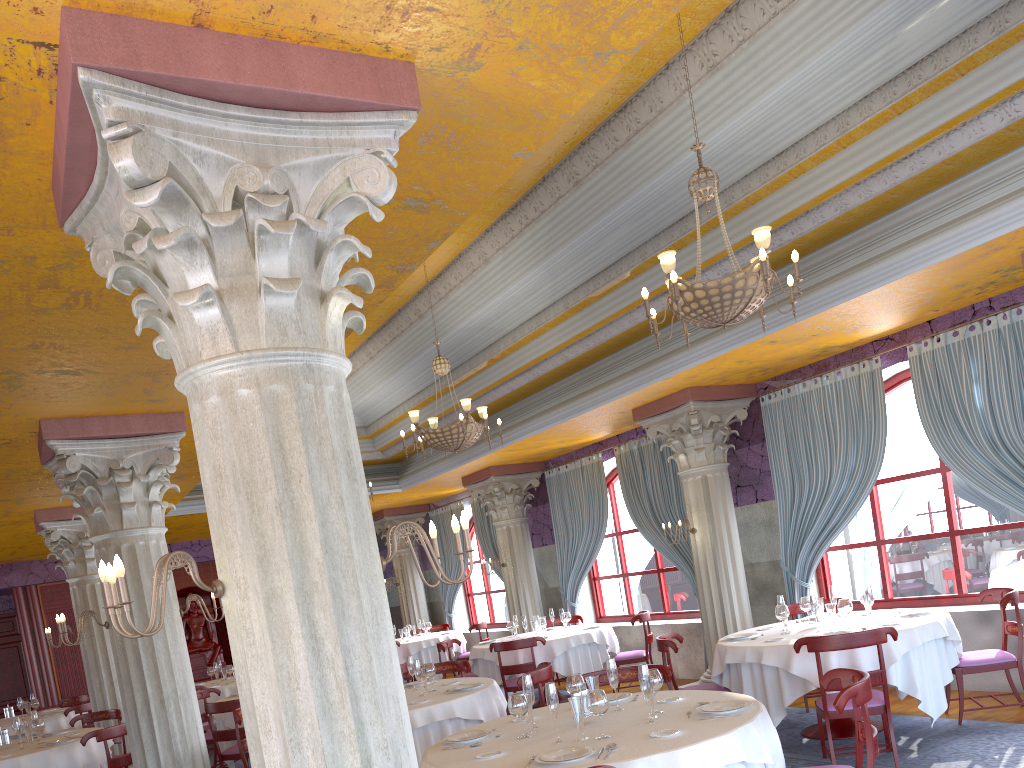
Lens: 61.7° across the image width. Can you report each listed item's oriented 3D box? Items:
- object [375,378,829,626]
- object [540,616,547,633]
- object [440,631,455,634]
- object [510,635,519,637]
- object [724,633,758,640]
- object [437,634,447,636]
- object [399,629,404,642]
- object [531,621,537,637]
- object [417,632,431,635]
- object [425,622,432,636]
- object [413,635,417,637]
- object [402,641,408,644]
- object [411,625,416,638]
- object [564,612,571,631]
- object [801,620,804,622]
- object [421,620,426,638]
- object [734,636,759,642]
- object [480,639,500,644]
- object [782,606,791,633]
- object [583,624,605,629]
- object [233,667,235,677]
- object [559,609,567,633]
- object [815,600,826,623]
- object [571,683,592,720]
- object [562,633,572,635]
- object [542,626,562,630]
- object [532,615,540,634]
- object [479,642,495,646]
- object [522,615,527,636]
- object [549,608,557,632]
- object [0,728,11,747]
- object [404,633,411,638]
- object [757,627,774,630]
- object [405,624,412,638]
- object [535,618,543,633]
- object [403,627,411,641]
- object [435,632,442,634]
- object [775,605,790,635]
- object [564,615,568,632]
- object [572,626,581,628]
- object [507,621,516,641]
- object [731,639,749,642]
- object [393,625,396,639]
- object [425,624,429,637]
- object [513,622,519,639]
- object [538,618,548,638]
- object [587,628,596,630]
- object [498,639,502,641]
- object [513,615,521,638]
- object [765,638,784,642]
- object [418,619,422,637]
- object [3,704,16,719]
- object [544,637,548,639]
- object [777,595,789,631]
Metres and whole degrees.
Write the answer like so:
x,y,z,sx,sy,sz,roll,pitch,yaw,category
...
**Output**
x,y,z,sx,sy,sz,roll,pitch,yaw,category
2.964,1.871,10.360,2.053,3.596,30.105,-9,-10,-31,object
0.469,3.483,12.395,0.085,0.238,0.086,-10,1,-6,object
-1.216,4.658,16.010,0.308,0.024,0.324,-2,-14,-30,object
0.022,3.722,12.625,0.158,0.009,0.162,-9,-12,-1,object
2.121,2.345,7.939,0.308,0.024,0.324,-2,-14,-30,object
-1.283,4.638,15.840,0.235,0.013,0.028,-13,-10,15,object
-2.042,4.656,15.855,0.087,0.238,0.083,-9,1,39,object
0.315,3.357,11.694,0.085,0.238,0.086,-10,1,-6,object
-1.755,4.952,16.950,0.308,0.024,0.324,-2,-14,-30,object
-1.574,4.646,16.231,0.121,0.265,0.123,-10,0,-17,object
-1.924,4.995,16.965,0.022,0.003,0.255,-12,-12,12,object
-1.931,4.658,15.451,0.055,0.019,0.258,-13,-12,17,object
-1.888,4.782,16.556,0.085,0.238,0.086,-10,1,-6,object
0.783,3.346,12.070,0.124,0.265,0.120,-9,0,28,object
2.876,2.349,8.491,0.022,0.003,0.255,-12,-12,12,object
-1.651,4.571,15.996,0.074,0.337,0.073,-9,2,6,object
2.102,2.304,7.728,0.261,0.020,0.055,-14,-11,19,object
-0.322,3.691,12.251,0.320,0.024,0.312,-16,-14,29,object
2.488,2.149,7.813,0.087,0.238,0.083,-9,1,39,object
1.141,3.359,11.849,0.308,0.024,0.324,-2,-14,-30,object
-4.317,4.480,13.420,0.073,0.212,0.141,-8,-1,39,object
0.706,3.272,11.835,0.074,0.337,0.073,-9,2,6,object
2.799,2.069,7.810,0.073,0.212,0.141,-8,-1,39,object
0.406,1.877,5.081,0.073,0.212,0.141,-8,-1,39,object
0.743,3.354,11.483,0.160,0.009,0.160,-11,-12,9,object
0.602,3.653,12.789,0.308,0.024,0.324,-2,-14,-30,object
0.361,3.498,12.442,0.119,0.265,0.125,-10,0,-39,object
-0.341,3.651,12.041,0.261,0.020,0.055,-14,-11,19,object
0.183,3.335,11.718,0.073,0.337,0.074,-10,2,-17,object
0.586,3.408,12.366,0.072,0.337,0.075,-11,3,-39,object
-5.346,3.685,8.969,0.073,0.212,0.141,-8,-1,39,object
-2.001,4.714,16.284,0.073,0.212,0.141,-8,-1,39,object
2.464,2.376,8.312,0.157,0.009,0.163,-7,-12,-11,object
-1.996,4.797,16.603,0.119,0.265,0.125,-10,0,-39,object
0.356,3.415,12.123,0.073,0.212,0.141,-8,-1,39,object
-1.938,4.614,15.807,0.124,0.265,0.120,-9,0,28,object
-1.414,4.821,16.575,0.157,0.009,0.163,-7,-12,-11,object
2.440,2.120,7.705,0.121,0.265,0.123,-10,0,-17,object
0.739,3.344,11.964,0.087,0.238,0.083,-9,1,39,object
0.943,3.522,12.414,0.161,0.009,0.159,-14,-13,19,object
-0.003,3.467,12.018,0.121,0.265,0.123,-10,0,-17,object
2.111,2.320,7.766,0.256,0.003,0.022,-13,-12,14,object
-2.174,4.634,15.880,0.074,0.337,0.073,-9,2,6,object
-1.618,4.643,16.125,0.087,0.238,0.083,-9,1,39,object
0.046,3.496,12.126,0.084,0.238,0.087,-10,1,-28,object
0.419,3.315,11.646,0.124,0.265,0.120,-9,0,28,object
1.074,3.339,11.679,0.235,0.013,0.028,-13,-10,15,object
-0.253,3.723,12.422,0.235,0.013,0.028,-13,-10,15,object
0.063,3.470,12.249,0.075,0.337,0.072,-8,2,28,object
2.264,2.207,7.381,0.157,0.009,0.163,-7,-12,-11,object
-1.771,4.707,16.527,0.074,0.337,0.073,-9,2,6,object
-10.256,4.819,12.691,5.656,1.204,0.351,-9,2,-1,object
0.426,3.359,11.290,0.055,0.019,0.258,-13,-12,17,object
2.505,2.124,7.937,0.074,0.337,0.073,-9,2,6,object
